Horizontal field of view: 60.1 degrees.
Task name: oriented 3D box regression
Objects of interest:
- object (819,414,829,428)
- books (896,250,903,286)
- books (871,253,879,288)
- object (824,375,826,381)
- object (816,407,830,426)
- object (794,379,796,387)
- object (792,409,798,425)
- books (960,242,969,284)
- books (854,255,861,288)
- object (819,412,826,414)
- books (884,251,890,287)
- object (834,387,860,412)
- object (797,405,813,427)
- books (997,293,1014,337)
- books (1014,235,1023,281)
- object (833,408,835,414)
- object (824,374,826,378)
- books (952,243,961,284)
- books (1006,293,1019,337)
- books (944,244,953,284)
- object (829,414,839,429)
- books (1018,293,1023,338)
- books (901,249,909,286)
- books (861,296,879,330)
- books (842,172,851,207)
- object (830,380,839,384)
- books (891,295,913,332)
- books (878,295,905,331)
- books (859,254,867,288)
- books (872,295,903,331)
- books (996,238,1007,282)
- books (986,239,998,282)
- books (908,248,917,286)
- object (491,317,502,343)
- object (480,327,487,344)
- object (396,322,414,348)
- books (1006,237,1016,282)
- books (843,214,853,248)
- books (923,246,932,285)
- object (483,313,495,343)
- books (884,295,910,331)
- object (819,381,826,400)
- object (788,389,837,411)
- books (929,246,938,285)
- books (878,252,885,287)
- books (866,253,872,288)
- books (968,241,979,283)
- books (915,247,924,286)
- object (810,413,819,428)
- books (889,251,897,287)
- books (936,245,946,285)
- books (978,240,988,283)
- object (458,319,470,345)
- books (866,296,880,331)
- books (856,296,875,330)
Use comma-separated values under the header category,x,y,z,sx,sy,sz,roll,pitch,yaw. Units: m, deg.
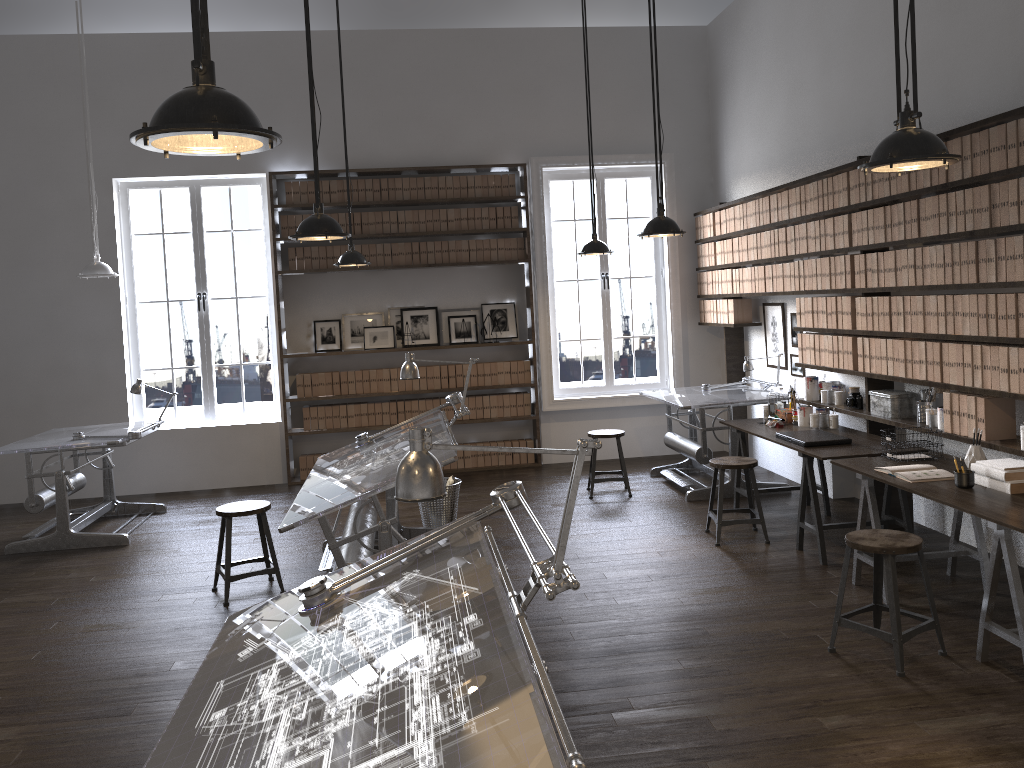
category,x,y,z,sx,sy,sz,roll,pitch,yaw
object,2.158,0.257,6.123,0.062,0.093,0.063,0,4,42
books,2.404,-0.695,5.311,0.174,0.225,0.067,-3,3,-7
books,2.367,-0.718,5.585,0.174,0.225,0.067,-3,3,-7
object,2.350,0.014,6.678,0.041,0.162,0.005,-4,2,-15
object,2.193,0.231,6.245,0.094,0.128,0.095,-3,3,-3
object,2.065,0.077,6.470,0.021,0.227,0.007,-3,2,5
object,2.034,0.238,6.341,0.049,0.111,0.050,-3,3,-10
books,2.480,-0.642,4.698,0.174,0.225,0.067,-3,3,-7
books,2.345,-0.737,5.804,0.174,0.225,0.067,-3,3,-7
object,2.170,0.250,6.180,0.044,0.101,0.045,-3,3,-7
books,2.388,-0.707,5.445,0.174,0.225,0.067,-3,3,-7
object,2.359,0.107,6.196,0.236,0.161,0.107,-7,5,-41
object,2.081,0.227,6.279,0.104,0.141,0.105,-4,3,-14
books,2.529,-0.342,4.426,0.174,0.225,0.067,-3,3,-7
books,2.526,-0.605,4.271,0.174,0.225,0.067,-3,3,-7
object,2.231,0.231,6.144,0.004,0.133,0.030,-3,2,-11
object,2.357,0.014,6.686,0.033,0.184,0.005,-4,2,-14
books,2.470,-0.648,4.763,0.174,0.225,0.067,-3,3,-7
books,2.533,-0.336,4.352,0.174,0.225,0.067,-3,3,-7
books,2.458,-0.653,4.825,0.174,0.225,0.067,-3,3,-7
object,2.212,0.257,6.083,0.062,0.094,0.062,0,4,42
books,2.548,-0.329,4.278,0.174,0.225,0.067,-3,3,-7
books,2.410,-0.690,5.249,0.174,0.225,0.067,-3,3,-7
books,2.362,-0.455,5.741,0.174,0.225,0.067,-3,3,-7
books,2.296,-1.296,5.889,0.174,0.225,0.067,-3,3,-7
object,2.429,0.039,6.667,0.070,0.130,0.070,0,4,40
books,2.411,-0.425,5.394,0.174,0.225,0.067,-3,3,-7
books,2.393,-0.438,5.542,0.174,0.225,0.067,-3,3,-7
books,2.349,-0.731,5.730,0.174,0.225,0.067,-3,3,-7
books,2.382,-0.443,5.607,0.174,0.225,0.067,-3,3,-7
books,2.515,-0.618,4.409,0.174,0.225,0.067,-3,3,-7
books,2.503,-0.623,4.479,0.174,0.225,0.067,-3,3,-7
books,2.416,-0.683,5.177,0.174,0.225,0.067,-3,3,-7
object,-0.160,-0.539,8.816,0.110,0.261,0.040,-3,2,-7
object,-0.278,-0.478,8.739,0.066,0.165,0.040,-3,2,-7
object,-1.045,-0.479,8.659,0.174,0.260,0.040,-3,2,-7
books,2.524,-0.612,4.339,0.174,0.225,0.067,-3,3,-7
books,2.311,-1.021,5.907,0.174,0.225,0.067,-3,3,-7
books,2.439,-0.672,5.039,0.174,0.225,0.067,-3,3,-7
object,-0.226,-0.554,8.779,0.118,0.303,0.040,-3,2,-7
books,2.396,-0.431,5.468,0.174,0.225,0.067,-3,3,-7
object,2.321,0.049,6.615,0.051,0.139,0.050,-3,3,-9
object,2.187,0.118,6.437,0.344,0.146,0.077,-2,3,16
books,2.444,-0.666,4.969,0.174,0.225,0.067,-3,3,-7
books,2.380,-0.713,5.515,0.174,0.225,0.067,-3,3,-7
books,2.363,-0.725,5.656,0.174,0.225,0.067,-3,3,-7
books,2.484,-0.636,4.624,0.174,0.225,0.067,-3,3,-7
books,2.429,-0.678,5.108,0.174,0.225,0.067,-3,3,-7
object,2.108,0.254,6.173,0.062,0.094,0.062,-1,4,33
books,2.391,-0.700,5.377,0.174,0.225,0.067,-3,3,-7
books,2.449,-0.659,4.897,0.174,0.225,0.067,-3,3,-7
books,2.499,-0.630,4.550,0.174,0.225,0.067,-3,3,-7
object,-0.474,-0.515,8.741,0.124,0.260,0.040,-3,2,-7
books,2.370,-0.448,5.669,0.174,0.225,0.067,-3,3,-7
books,2.356,-0.461,5.813,0.174,0.225,0.067,-3,3,-7
